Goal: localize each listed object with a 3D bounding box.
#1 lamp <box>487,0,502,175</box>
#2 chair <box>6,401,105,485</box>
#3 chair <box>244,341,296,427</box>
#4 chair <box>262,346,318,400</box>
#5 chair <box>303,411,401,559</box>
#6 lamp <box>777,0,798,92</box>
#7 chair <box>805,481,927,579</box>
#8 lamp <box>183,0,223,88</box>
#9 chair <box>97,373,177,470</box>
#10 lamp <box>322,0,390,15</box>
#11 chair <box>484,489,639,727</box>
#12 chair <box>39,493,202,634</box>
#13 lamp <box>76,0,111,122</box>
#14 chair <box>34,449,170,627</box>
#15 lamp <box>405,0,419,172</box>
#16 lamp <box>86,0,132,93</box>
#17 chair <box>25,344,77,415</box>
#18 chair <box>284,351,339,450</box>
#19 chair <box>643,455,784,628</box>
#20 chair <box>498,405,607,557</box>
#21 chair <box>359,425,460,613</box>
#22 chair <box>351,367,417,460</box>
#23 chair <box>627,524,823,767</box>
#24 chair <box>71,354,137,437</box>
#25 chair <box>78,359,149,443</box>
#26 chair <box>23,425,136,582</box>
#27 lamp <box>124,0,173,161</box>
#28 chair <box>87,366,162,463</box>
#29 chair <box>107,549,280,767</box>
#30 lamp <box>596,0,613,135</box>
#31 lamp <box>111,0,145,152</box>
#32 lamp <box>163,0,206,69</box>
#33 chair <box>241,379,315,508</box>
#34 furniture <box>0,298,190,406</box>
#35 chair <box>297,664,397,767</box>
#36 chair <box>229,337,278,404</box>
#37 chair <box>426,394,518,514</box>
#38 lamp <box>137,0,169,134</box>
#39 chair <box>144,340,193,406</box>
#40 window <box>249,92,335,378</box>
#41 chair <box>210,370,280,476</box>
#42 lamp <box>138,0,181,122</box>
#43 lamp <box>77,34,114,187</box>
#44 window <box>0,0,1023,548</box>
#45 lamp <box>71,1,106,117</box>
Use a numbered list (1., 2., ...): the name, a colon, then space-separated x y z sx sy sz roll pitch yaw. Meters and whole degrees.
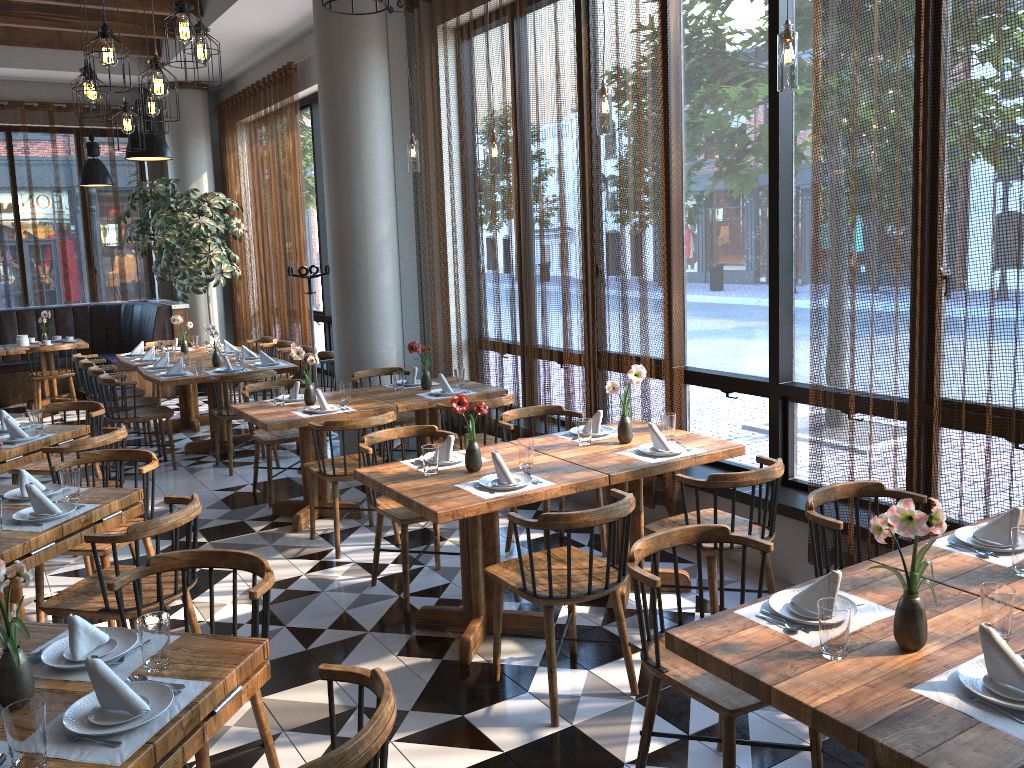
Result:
1. lamp: -0.137 -2.241 5.257 0.078 1.954 0.078 -1 7 8
2. chair: -2.962 0.566 5.835 0.519 0.813 0.553 0 8 13
3. chair: -2.523 -0.013 9.260 0.551 0.813 0.521 -7 9 -32
4. chair: -2.176 0.064 8.713 0.551 0.813 0.521 -7 9 -32
5. chair: -0.967 0.567 5.378 0.520 0.813 0.551 -7 9 -32
6. lamp: 1.047 -2.123 3.363 0.078 1.954 0.078 -8 9 -42
7. chair: 1.375 0.828 3.254 0.520 0.813 0.551 -7 9 -32
8. lamp: -1.587 -2.527 4.337 0.175 2.060 0.176 -5 8 -24
9. chair: -3.124 0.315 7.397 0.551 0.813 0.521 -7 9 -32
10. lamp: -0.468 -2.063 2.324 0.175 2.060 0.175 -7 9 -37
11. chair: 0.208 0.827 3.525 0.520 0.813 0.551 -7 9 -32
12. chair: -1.516 0.887 3.553 0.549 0.813 0.522 0 8 13
13. lamp: -2.618 -2.657 5.359 0.175 2.060 0.176 2 8 33
14. chair: -2.002 0.779 4.320 0.519 0.813 0.553 0 8 13
15. lamp: -0.733 -2.477 6.178 0.078 1.954 0.078 2 8 33
16. lamp: -1.970 -2.438 4.144 0.175 2.060 0.175 5 10 43
17. chair: -5.222 -0.050 10.099 0.520 0.813 0.551 -7 9 -32
18. chair: -1.850 0.136 8.198 0.551 0.813 0.521 -7 9 -32
19. chair: 0.921 0.728 3.969 0.520 0.813 0.551 -7 9 -32
20. chair: 0.225 0.573 5.068 0.520 0.813 0.551 -7 9 -32
21. chair: -0.488 0.673 4.624 0.520 0.813 0.551 -7 9 -32
22. chair: -0.950 0.313 6.922 0.520 0.813 0.551 -7 9 -32
23. chair: 0.662 0.928 2.810 0.520 0.813 0.551 -7 9 -32
24. chair: -4.115 0.095 8.960 0.551 0.813 0.521 -7 9 -32
25. chair: -3.807 0.164 8.475 0.551 0.813 0.521 -7 9 -32
26. chair: -2.476 0.674 5.068 0.549 0.813 0.522 0 8 13
27. lamp: -3.141 -2.843 7.468 0.391 1.855 0.392 3 9 35
28. chair: -3.460 0.241 7.928 0.551 0.813 0.521 -7 9 -32
29. chair: -1.009 0.999 2.755 0.519 0.813 0.553 0 8 13
30. lamp: 0.431 -2.226 4.341 0.078 1.954 0.078 -5 8 -24
31. lamp: -2.488 -2.518 5.555 0.175 2.060 0.175 5 10 44
32. lamp: -1.596 -2.549 4.124 0.175 2.060 0.176 -4 7 -13
33. chair: -1.663 0.412 6.478 0.520 0.813 0.551 -7 9 -32
34. furniture: -6.219 -0.305 10.848 4.047 1.144 1.924 -8 10 -32
35. chair: -0.523 1.107 1.988 0.549 0.813 0.522 0 8 13
36. chair: -2.841 -0.083 9.761 0.551 0.813 0.521 -7 9 -32
37. chair: -0.254 0.467 5.823 0.520 0.813 0.551 -7 9 -32
38. lamp: -2.405 -2.684 5.740 0.175 2.060 0.176 -1 7 11
39. chair: -3.756 -0.053 9.783 0.520 0.813 0.551 -7 9 -32
40. window: -2.305 -1.752 10.332 0.365 3.149 4.983 -6 10 -32
41. chair: -2.215 0.289 7.352 0.520 0.813 0.551 -7 9 -32
42. lamp: -1.781 -2.335 4.280 0.175 2.060 0.176 -4 7 -13
43. lamp: -4.884 -3.229 10.218 0.391 1.855 0.392 -5 7 -19
44. window: -1.906 -1.345 7.759 15.146 3.149 4.513 4 11 34
45. lamp: -2.728 -2.738 5.530 0.175 2.060 0.175 5 10 44
